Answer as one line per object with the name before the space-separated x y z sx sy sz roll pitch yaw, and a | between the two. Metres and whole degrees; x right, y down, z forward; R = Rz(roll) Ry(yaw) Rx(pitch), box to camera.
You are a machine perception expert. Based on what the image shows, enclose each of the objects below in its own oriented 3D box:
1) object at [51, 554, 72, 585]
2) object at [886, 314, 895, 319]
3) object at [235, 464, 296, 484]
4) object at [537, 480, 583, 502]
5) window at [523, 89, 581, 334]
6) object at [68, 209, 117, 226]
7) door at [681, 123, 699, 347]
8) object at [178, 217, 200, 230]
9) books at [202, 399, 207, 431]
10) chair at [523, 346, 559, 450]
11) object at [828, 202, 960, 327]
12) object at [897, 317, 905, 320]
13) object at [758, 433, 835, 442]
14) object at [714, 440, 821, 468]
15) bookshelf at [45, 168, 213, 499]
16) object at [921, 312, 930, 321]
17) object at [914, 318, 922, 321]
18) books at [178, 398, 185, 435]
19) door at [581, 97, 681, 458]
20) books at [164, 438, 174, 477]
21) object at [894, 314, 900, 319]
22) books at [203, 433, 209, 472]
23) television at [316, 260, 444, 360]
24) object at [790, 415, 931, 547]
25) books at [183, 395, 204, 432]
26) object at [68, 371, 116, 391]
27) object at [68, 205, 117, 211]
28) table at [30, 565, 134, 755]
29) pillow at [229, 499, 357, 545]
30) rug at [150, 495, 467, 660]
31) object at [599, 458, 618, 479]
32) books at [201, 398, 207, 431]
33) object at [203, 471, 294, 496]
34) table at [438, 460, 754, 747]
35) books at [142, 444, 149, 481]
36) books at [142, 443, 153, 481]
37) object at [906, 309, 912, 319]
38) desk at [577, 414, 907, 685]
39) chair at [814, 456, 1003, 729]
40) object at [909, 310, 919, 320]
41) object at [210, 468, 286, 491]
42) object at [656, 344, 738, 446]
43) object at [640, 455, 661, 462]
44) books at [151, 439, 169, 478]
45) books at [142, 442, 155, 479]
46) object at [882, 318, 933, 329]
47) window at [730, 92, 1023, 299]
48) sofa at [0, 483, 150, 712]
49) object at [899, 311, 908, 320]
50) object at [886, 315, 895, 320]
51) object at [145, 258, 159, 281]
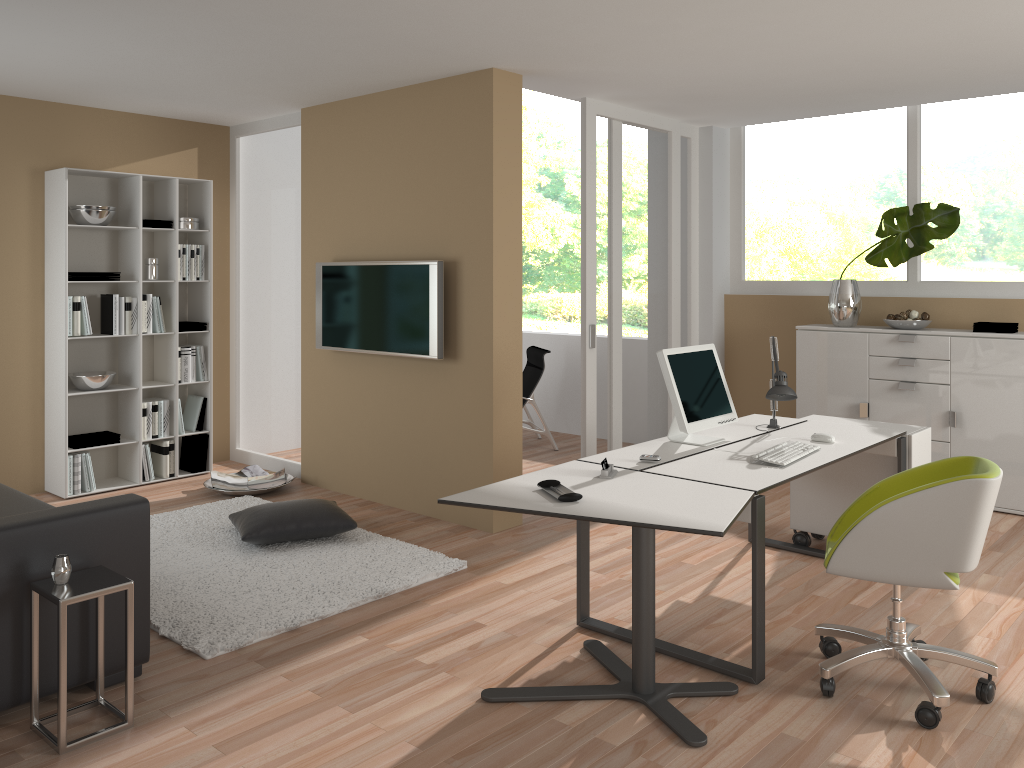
object | -1.443 0.594 2.820 0.057 0.086 0.058 0 2 12
object | 2.579 -0.444 5.989 0.056 0.064 0.053 1 3 21
object | -1.762 0.660 6.011 0.500 0.096 0.344 6 9 41
object | 0.164 0.369 3.049 0.089 0.030 0.217 -2 7 -18
window | 3.331 -2.673 13.079 12.079 5.951 2.081 3 2 25
object | -2.845 -1.120 5.968 0.299 0.106 0.301 1 6 7
door | 1.072 -0.672 6.547 0.045 2.645 1.189 0 1 42
object | -2.391 -1.171 6.452 0.191 0.090 0.193 -1 6 -6
books | -2.332 0.214 6.525 0.211 0.238 0.043 3 2 42
chair | -0.373 0.123 7.408 1.433 0.824 0.696 -1 3 -13
object | 2.592 -0.802 5.978 0.859 0.844 0.265 3 2 39
object | 2.583 -0.410 5.842 0.052 0.065 0.056 -2 4 -35
object | 1.291 0.265 4.053 0.370 0.079 0.141 3 6 20
object | 1.058 0.301 3.771 0.388 0.079 0.458 5 8 36
bookshelf | -2.666 -0.390 6.181 0.333 2.139 1.040 0 1 42
object | 2.725 -0.441 5.802 0.053 0.068 0.053 -2 3 -40
object | 2.683 -0.407 5.814 0.054 0.064 0.057 1 3 19
books | -2.440 0.226 6.359 0.208 0.259 0.060 2 2 42
door | 0.872 -0.634 6.238 0.060 2.645 1.189 0 1 42
books | -2.484 0.521 6.304 0.208 0.258 0.040 2 2 42
object | 2.628 -0.446 6.010 0.054 0.064 0.057 0 3 1
books | -2.311 0.494 6.504 0.219 0.274 0.032 2 2 42
television | -0.852 -0.477 5.491 1.177 0.577 0.054 5 3 42
object | 1.816 0.548 4.605 0.623 0.675 0.309 3 3 42
books | -2.363 0.213 6.495 0.208 0.245 0.085 3 2 42
object | -2.845 -0.017 5.968 0.299 0.106 0.301 1 6 7
object | -2.845 -1.147 5.968 0.299 0.106 0.301 1 6 7
table | -1.383 0.871 2.831 0.239 0.469 0.227 1 2 42
pillow | -1.203 0.746 4.804 0.609 0.209 0.585 -3 7 -23
rug | -1.423 0.882 4.501 2.030 0.045 1.455 6 9 41
object | 0.370 0.319 3.356 0.049 0.055 0.131 1 6 17
books | -2.338 0.213 6.519 0.219 0.242 0.043 3 2 42
object | -1.777 0.685 5.951 0.585 0.063 0.589 2 7 17
table | 0.361 0.733 3.017 0.928 0.686 0.813 4 6 39
books | -2.612 0.537 6.162 0.208 0.259 0.060 2 2 42
books | -2.592 0.537 6.179 0.208 0.257 0.058 3 2 42
object | 2.689 -0.470 5.956 0.052 0.070 0.053 -2 3 -42
desk | 1.096 0.614 3.972 0.806 0.684 1.607 4 7 41
chair | 1.390 0.668 3.104 0.598 0.808 0.624 1 3 17
object | 2.672 -0.457 5.850 0.051 0.066 0.056 -1 3 -25
object | -1.783 0.654 5.965 0.499 0.096 0.345 -2 7 -18
object | 0.851 0.045 4.044 0.197 0.430 0.467 1 4 42
object | 0.563 0.302 3.581 0.084 0.021 0.047 3 6 21
books | -2.507 0.525 6.271 0.208 0.258 0.040 2 2 42
books | -2.593 0.532 6.202 0.208 0.257 0.058 3 2 42
object | 2.653 -0.402 5.905 0.314 0.063 0.316 1 7 7
window | 3.122 -1.469 5.912 3.645 1.793 0.045 5 3 42
sofa | -2.433 0.586 3.587 2.265 0.833 0.954 6 7 42
object | 2.615 -0.453 5.874 0.053 0.063 0.055 1 3 26
object | 2.557 -0.431 5.939 0.056 0.061 0.055 0 3 -5
object | -2.546 -0.811 6.223 0.093 0.161 0.094 -1 2 -34
